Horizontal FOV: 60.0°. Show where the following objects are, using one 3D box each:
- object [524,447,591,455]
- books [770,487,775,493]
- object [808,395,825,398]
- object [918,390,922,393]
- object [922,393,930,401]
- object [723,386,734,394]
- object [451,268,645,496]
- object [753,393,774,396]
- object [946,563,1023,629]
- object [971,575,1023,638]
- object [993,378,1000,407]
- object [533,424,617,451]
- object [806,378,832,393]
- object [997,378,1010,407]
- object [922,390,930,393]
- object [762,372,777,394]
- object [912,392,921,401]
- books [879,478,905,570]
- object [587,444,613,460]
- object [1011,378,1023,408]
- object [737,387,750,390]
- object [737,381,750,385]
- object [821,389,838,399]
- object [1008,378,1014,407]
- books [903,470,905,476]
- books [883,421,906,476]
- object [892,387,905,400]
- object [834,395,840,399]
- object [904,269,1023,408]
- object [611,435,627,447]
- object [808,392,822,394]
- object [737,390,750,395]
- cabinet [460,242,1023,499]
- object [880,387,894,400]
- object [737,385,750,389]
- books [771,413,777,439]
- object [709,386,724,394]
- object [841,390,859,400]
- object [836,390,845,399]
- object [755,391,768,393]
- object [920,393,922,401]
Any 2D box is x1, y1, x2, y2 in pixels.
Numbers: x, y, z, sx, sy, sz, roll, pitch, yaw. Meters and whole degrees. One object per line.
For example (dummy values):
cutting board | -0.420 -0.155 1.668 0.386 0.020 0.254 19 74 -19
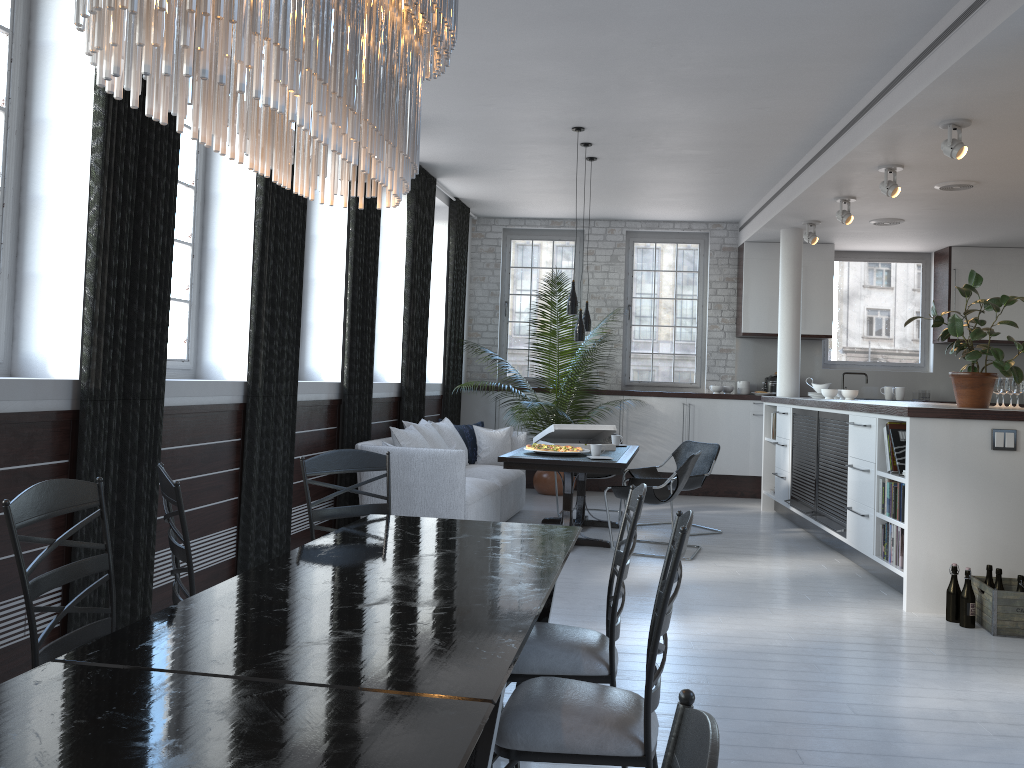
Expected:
object | 0.357 0.538 7.032 0.532 0.042 0.532 2 0 1
books | 2.820 0.960 9.012 0.293 0.324 0.472 2 0 2
object | 3.176 0.134 9.103 0.261 0.028 0.261 2 0 -7
object | 4.837 0.123 10.442 0.094 0.098 0.094 2 -1 -12
object | 4.828 0.153 10.337 0.094 0.098 0.094 2 -1 21
object | 2.575 0.074 10.590 0.156 0.093 0.156 2 0 -15
object | 0.306 -0.035 10.066 2.397 2.625 1.922 3 -1 -38
object | 2.929 0.120 10.354 0.261 0.028 0.261 2 0 -8
object | 2.710 1.188 4.899 0.556 0.325 0.288 2 -1 31
object | 2.830 1.229 4.887 0.455 0.248 0.389 2 0 10
object | 3.678 0.065 6.712 0.082 0.223 0.082 3 -2 -29
object | 0.549 0.450 7.786 0.591 0.216 0.587 2 0 -16
object | 3.158 0.024 9.120 0.269 0.173 0.130 2 -1 34
object | 3.669 0.065 6.617 0.082 0.223 0.082 1 -2 38
object | 4.829 0.123 10.338 0.094 0.098 0.094 2 -1 21
object | 3.192 -0.004 10.563 0.414 0.291 0.278 2 -1 4
object | 4.723 0.149 10.349 0.094 0.098 0.094 2 -1 -12
books | 2.619 0.735 5.506 0.492 0.799 0.540 2 -1 4
object | 0.663 0.519 6.763 0.176 0.097 0.301 2 0 -6
object | 3.760 0.068 6.589 0.082 0.223 0.082 1 -2 18
object | 2.793 0.065 10.689 0.154 0.074 0.152 2 0 7
object | 2.793 0.002 10.693 0.153 0.075 0.154 2 0 -28
object | 3.030 0.097 8.449 0.157 0.093 0.156 2 0 5
object | 3.766 0.068 6.689 0.082 0.223 0.082 3 -2 -31
books | 2.527 0.546 5.365 0.272 0.054 0.204 2 0 0
books | 2.506 0.409 5.634 0.186 0.329 0.323 2 -1 4
object | 4.457 0.112 10.198 0.138 0.152 0.109 3 -1 -35
object | 3.212 0.131 8.792 0.235 0.041 0.235 2 0 0
object | 2.962 -0.293 5.738 0.436 0.892 0.775 3 -1 -28
object | 0.958 0.521 8.154 0.204 0.098 0.175 2 0 10
object | 3.177 0.104 9.104 0.261 0.028 0.261 2 0 -8
object | 2.794 0.101 10.690 0.153 0.055 0.153 2 0 -43
cabinet | 2.698 -0.161 7.428 7.229 3.004 7.294 2 0 4
object | 4.364 0.108 10.287 0.138 0.152 0.109 2 -1 0
object | 2.793 0.035 10.689 0.153 0.062 0.153 2 0 34
books | 2.803 0.407 9.017 0.253 0.323 0.509 2 0 4
object | 2.429 0.069 10.508 0.156 0.093 0.156 2 0 3
object | 3.186 0.102 8.361 0.157 0.093 0.156 2 0 19
object | 3.200 0.102 8.537 0.156 0.093 0.156 2 0 -10
object | 2.924 0.104 10.358 0.136 0.044 0.138 2 0 -34
object | 4.836 0.153 10.441 0.094 0.098 0.094 2 -1 -12
